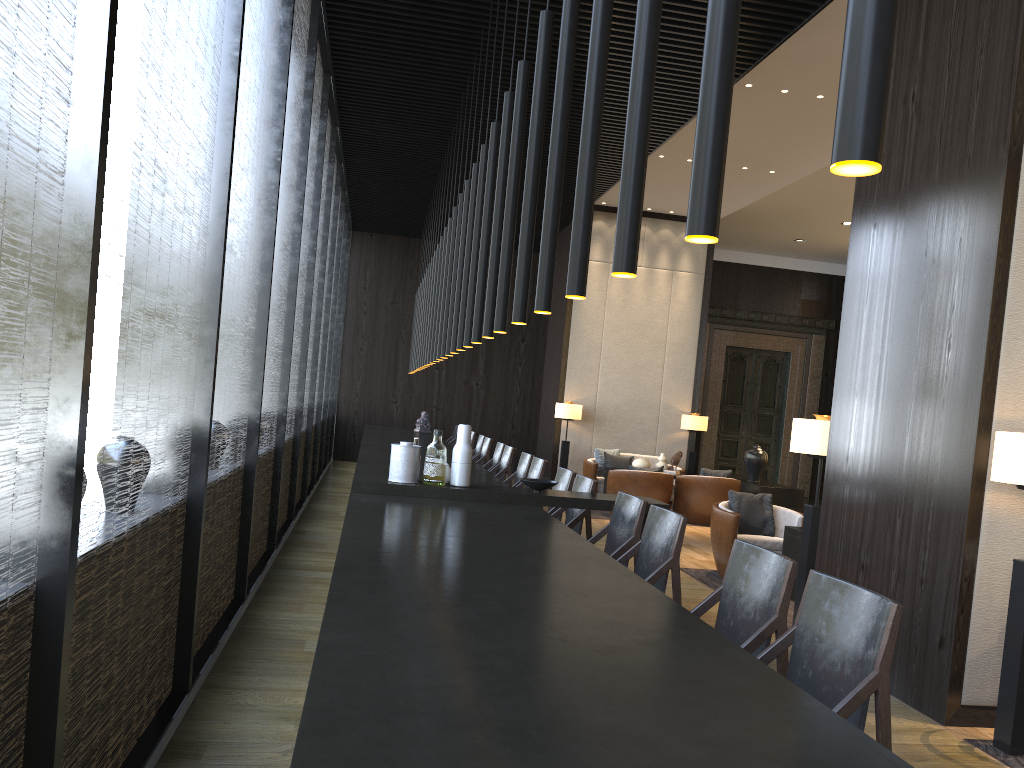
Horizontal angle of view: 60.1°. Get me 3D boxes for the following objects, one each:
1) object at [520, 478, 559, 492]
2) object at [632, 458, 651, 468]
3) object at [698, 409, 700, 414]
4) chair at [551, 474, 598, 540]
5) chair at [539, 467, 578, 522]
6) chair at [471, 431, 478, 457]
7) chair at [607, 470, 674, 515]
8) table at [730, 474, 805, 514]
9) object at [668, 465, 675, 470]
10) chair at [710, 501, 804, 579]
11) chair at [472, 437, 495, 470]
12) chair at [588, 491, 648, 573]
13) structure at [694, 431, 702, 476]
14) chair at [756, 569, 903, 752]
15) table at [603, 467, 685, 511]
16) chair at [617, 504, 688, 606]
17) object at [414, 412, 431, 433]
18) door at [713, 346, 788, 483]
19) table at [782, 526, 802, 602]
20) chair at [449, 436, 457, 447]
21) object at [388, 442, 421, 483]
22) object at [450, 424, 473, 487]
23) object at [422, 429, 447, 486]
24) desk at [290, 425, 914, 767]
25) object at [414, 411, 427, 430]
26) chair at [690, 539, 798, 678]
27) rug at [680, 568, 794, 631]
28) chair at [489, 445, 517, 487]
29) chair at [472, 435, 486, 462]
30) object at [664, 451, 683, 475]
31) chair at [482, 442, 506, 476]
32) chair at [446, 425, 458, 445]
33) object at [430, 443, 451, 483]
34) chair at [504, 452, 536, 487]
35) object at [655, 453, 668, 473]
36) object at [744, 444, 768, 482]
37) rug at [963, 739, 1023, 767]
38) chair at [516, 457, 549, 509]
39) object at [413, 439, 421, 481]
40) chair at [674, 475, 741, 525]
[{"bbox_3d":[0.152,0.585,5.058,0.227,0.067,0.227,5,-1,-6],"label":"object"},{"bbox_3d":[1.706,1.065,11.667,0.244,0.168,0.246,5,0,39],"label":"object"},{"bbox_3d":[2.813,0.489,13.659,0.162,0.218,0.102,5,2,-21],"label":"object"},{"bbox_3d":[0.242,0.988,5.628,0.563,0.829,0.524,5,1,-9],"label":"chair"},{"bbox_3d":[0.153,0.993,6.195,0.563,0.829,0.524,5,1,-9],"label":"chair"},{"bbox_3d":[-0.753,1.038,11.947,0.563,0.829,0.524,5,1,-9],"label":"chair"},{"bbox_3d":[1.553,1.332,10.656,0.804,0.605,0.605,5,0,-9],"label":"chair"},{"bbox_3d":[3.155,1.542,11.839,0.620,0.513,1.957,5,-1,-9],"label":"table"},{"bbox_3d":[2.102,1.130,11.729,0.091,0.112,0.092,6,1,43],"label":"object"},{"bbox_3d":[1.996,1.298,7.300,0.804,0.605,0.605,5,0,-9],"label":"chair"},{"bbox_3d":[-0.502,1.025,10.354,0.563,0.829,0.524,5,1,-9],"label":"chair"},{"bbox_3d":[0.400,0.980,4.629,0.563,0.829,0.524,5,1,-9],"label":"chair"},{"bbox_3d":[2.732,1.199,13.695,0.240,1.220,0.239,5,2,-9],"label":"structure"},{"bbox_3d":[0.736,0.964,2.494,0.563,0.829,0.524,5,1,-9],"label":"chair"},{"bbox_3d":[1.784,1.415,11.644,1.043,0.518,0.574,5,0,-9],"label":"table"},{"bbox_3d":[0.489,0.976,4.061,0.563,0.829,0.524,5,1,-9],"label":"chair"},{"bbox_3d":[-1.311,0.567,13.150,0.208,0.311,0.161,5,1,-29],"label":"object"},{"bbox_3d":[4.406,0.686,16.495,1.288,2.702,0.052,5,2,-9],"label":"door"},{"bbox_3d":[2.594,1.375,6.500,1.043,0.518,0.574,5,0,-9],"label":"table"},{"bbox_3d":[-1.004,1.050,13.540,0.563,0.829,0.524,5,1,-9],"label":"chair"},{"bbox_3d":[-0.596,0.433,4.923,0.169,0.220,0.168,5,1,-14],"label":"object"},{"bbox_3d":[-0.278,0.400,4.963,0.113,0.345,0.112,5,2,-14],"label":"object"},{"bbox_3d":[-0.419,0.405,4.897,0.129,0.306,0.128,5,2,-23],"label":"object"},{"bbox_3d":[0.719,0.942,0.206,1.781,0.761,28.683,5,-1,-9],"label":"desk"},{"bbox_3d":[-1.345,0.568,13.397,0.209,0.313,0.163,6,1,16],"label":"object"},{"bbox_3d":[0.647,0.968,3.062,0.563,0.829,0.524,5,1,-9],"label":"chair"},{"bbox_3d":[2.520,1.627,6.504,1.959,0.008,2.238,5,-1,-9],"label":"rug"},{"bbox_3d":[-0.251,1.013,8.762,0.563,0.829,0.524,5,1,-9],"label":"chair"},{"bbox_3d":[-0.592,1.030,10.922,0.563,0.829,0.524,5,1,-9],"label":"chair"},{"bbox_3d":[2.130,1.030,11.590,0.173,0.310,0.229,6,1,37],"label":"object"},{"bbox_3d":[-0.341,1.017,9.329,0.563,0.829,0.524,5,1,-9],"label":"chair"},{"bbox_3d":[-1.094,1.054,14.107,0.563,0.829,0.524,5,1,-9],"label":"chair"},{"bbox_3d":[-0.401,0.455,5.072,0.136,0.218,0.135,5,1,-22],"label":"object"},{"bbox_3d":[-0.094,1.005,7.762,0.563,0.829,0.524,5,1,-9],"label":"chair"},{"bbox_3d":[1.986,1.045,11.709,0.174,0.258,0.174,5,1,11],"label":"object"},{"bbox_3d":[3.205,1.037,11.653,0.312,0.493,0.310,5,1,-20],"label":"object"},{"bbox_3d":[3.099,1.598,2.829,2.042,0.008,2.238,5,-1,-9],"label":"rug"},{"bbox_3d":[-0.004,1.001,7.195,0.563,0.829,0.524,5,1,-9],"label":"chair"},{"bbox_3d":[-0.553,0.430,5.042,0.067,0.238,0.067,5,2,-15],"label":"object"},{"bbox_3d":[2.395,1.412,10.793,0.804,0.605,0.605,5,0,-9],"label":"chair"}]
